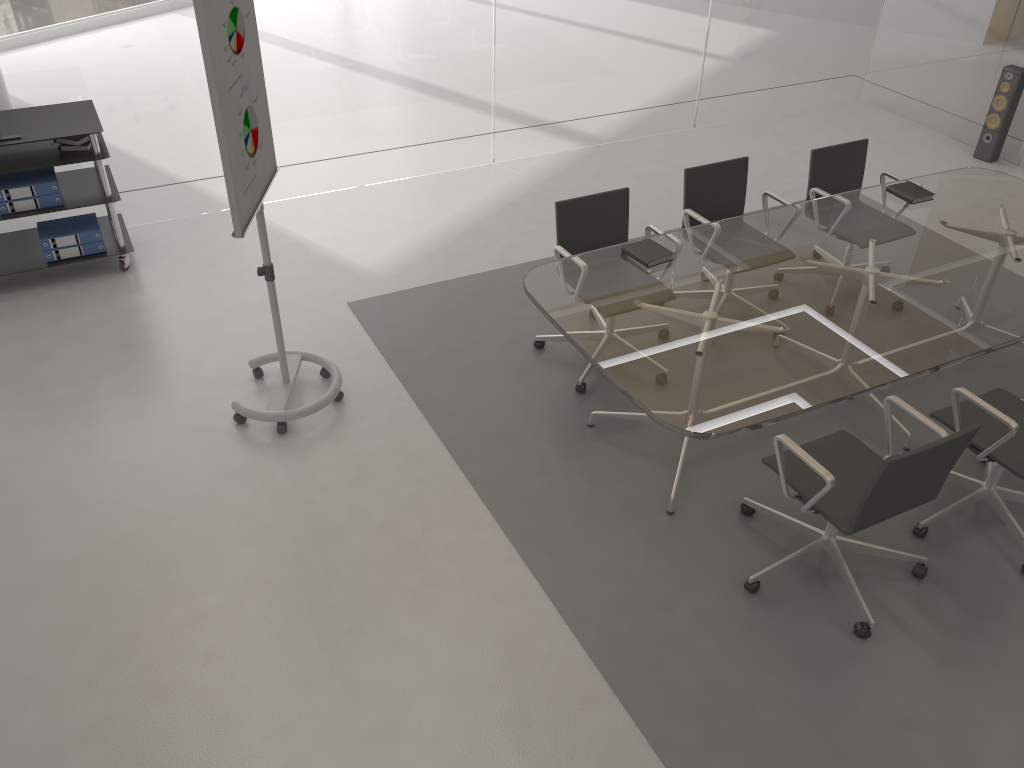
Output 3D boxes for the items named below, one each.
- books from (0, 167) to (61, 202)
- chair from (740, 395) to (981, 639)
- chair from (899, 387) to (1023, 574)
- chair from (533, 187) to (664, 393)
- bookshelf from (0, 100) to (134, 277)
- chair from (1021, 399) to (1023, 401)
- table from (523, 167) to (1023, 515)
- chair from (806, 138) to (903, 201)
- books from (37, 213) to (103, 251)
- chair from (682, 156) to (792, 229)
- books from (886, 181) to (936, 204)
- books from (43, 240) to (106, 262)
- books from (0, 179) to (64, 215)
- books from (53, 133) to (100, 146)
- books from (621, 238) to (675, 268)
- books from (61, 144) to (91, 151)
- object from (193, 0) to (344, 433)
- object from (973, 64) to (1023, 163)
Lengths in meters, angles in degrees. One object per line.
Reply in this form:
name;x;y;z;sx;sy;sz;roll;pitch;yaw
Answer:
books;-2.695;-1.110;4.914;0.320;0.077;0.263;-16;39;-22
chair;1.215;0.358;3.300;0.731;0.805;0.710;-29;45;-35
chair;1.972;0.193;3.554;0.731;0.805;0.710;-29;45;-35
chair;0.531;-0.456;4.398;0.731;0.805;0.710;-29;46;-35
bookshelf;-2.777;-1.043;5.049;0.985;0.855;0.567;-16;39;-22
chair;2.673;-0.053;3.918;0.731;0.805;0.710;-29;45;-35
table;1.617;-0.232;4.192;3.054;0.721;1.372;-16;39;-22
chair;1.982;-0.875;5.026;0.731;0.805;0.710;-29;46;-35
books;-2.566;-0.886;5.146;0.320;0.077;0.263;-16;39;-22
chair;1.228;-0.706;4.767;0.731;0.805;0.710;-29;46;-35
books;2.075;-0.997;4.622;0.164;0.032;0.183;-15;39;-21
books;-2.566;-0.826;5.188;0.320;0.077;0.263;-16;39;-22
books;-2.696;-1.050;4.955;0.320;0.077;0.263;-16;39;-22
books;-2.443;-1.390;4.975;0.164;0.032;0.183;11;37;13
books;0.615;-0.593;4.013;0.164;0.032;0.183;-20;41;-27
books;-2.440;-1.357;4.985;0.146;0.028;0.170;-4;36;-7
object;-1.071;-0.772;3.685;0.560;2.088;0.553;-27;44;-33
object;3.753;-2.070;6.822;0.124;0.706;0.152;-19;41;-26
